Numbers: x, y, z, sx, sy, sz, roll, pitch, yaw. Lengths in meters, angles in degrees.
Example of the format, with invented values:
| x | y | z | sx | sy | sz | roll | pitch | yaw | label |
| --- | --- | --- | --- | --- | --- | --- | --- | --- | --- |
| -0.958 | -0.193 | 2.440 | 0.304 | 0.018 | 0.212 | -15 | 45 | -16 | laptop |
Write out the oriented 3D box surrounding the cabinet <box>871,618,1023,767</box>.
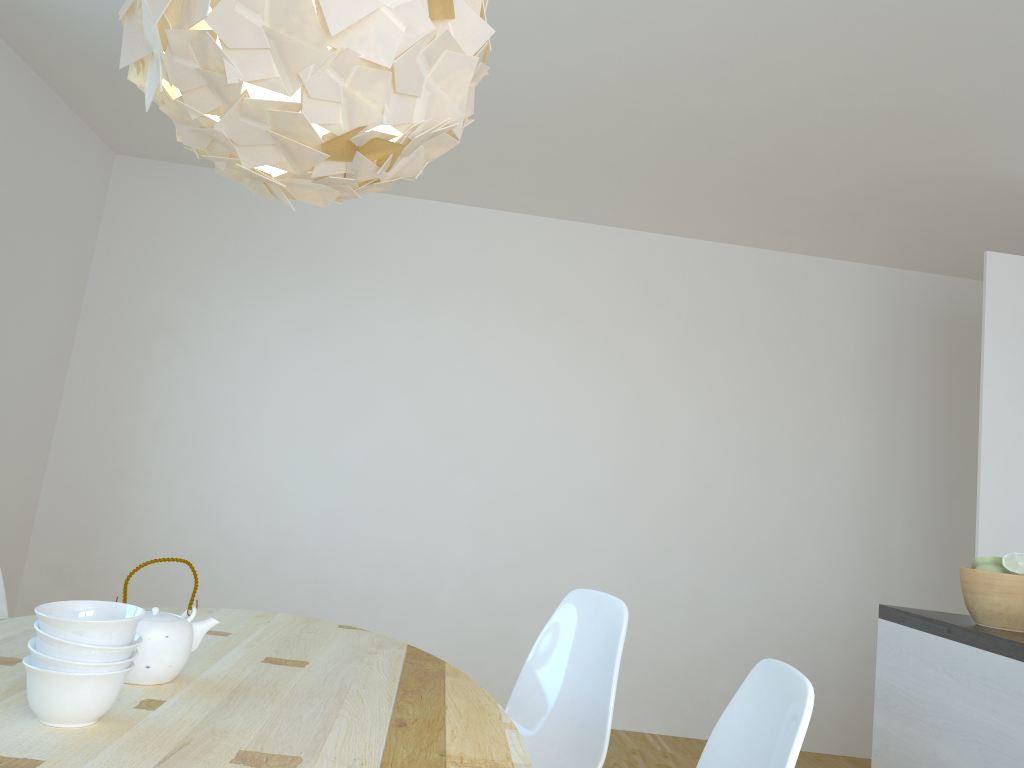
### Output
| x | y | z | sx | sy | sz | roll | pitch | yaw | label |
| --- | --- | --- | --- | --- | --- | --- | --- | --- | --- |
| 1.411 | 1.044 | 1.363 | 0.600 | 0.919 | 2.379 | 8 | -7 | -3 | cabinet |

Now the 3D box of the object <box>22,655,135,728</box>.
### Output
| x | y | z | sx | sy | sz | roll | pitch | yaw | label |
| --- | --- | --- | --- | --- | --- | --- | --- | --- | --- |
| -0.642 | 0.449 | 1.298 | 0.152 | 0.083 | 0.150 | 2 | -10 | 36 | object |

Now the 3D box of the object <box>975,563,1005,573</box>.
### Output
| x | y | z | sx | sy | sz | roll | pitch | yaw | label |
| --- | --- | --- | --- | --- | --- | --- | --- | --- | --- |
| 1.257 | 0.513 | 2.313 | 0.081 | 0.086 | 0.097 | 14 | -11 | -38 | object |

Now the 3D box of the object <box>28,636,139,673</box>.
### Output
| x | y | z | sx | sy | sz | roll | pitch | yaw | label |
| --- | --- | --- | --- | --- | --- | --- | --- | --- | --- |
| -0.636 | 0.427 | 1.300 | 0.151 | 0.094 | 0.150 | 2 | -10 | 35 | object |

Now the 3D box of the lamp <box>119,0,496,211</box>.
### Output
| x | y | z | sx | sy | sz | roll | pitch | yaw | label |
| --- | --- | --- | --- | --- | --- | --- | --- | --- | --- |
| -0.326 | -0.874 | 1.635 | 0.646 | 1.147 | 0.633 | 8 | -10 | -4 | lamp |

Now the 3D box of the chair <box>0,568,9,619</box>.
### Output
| x | y | z | sx | sy | sz | roll | pitch | yaw | label |
| --- | --- | --- | --- | --- | --- | --- | --- | --- | --- |
| -1.341 | 0.790 | 2.143 | 0.523 | 0.911 | 0.425 | 3 | -11 | 26 | chair |

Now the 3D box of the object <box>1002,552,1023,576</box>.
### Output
| x | y | z | sx | sy | sz | roll | pitch | yaw | label |
| --- | --- | --- | --- | --- | --- | --- | --- | --- | --- |
| 1.298 | 0.468 | 2.268 | 0.077 | 0.072 | 0.073 | 4 | -9 | 21 | object |

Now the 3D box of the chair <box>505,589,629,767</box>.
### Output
| x | y | z | sx | sy | sz | roll | pitch | yaw | label |
| --- | --- | --- | --- | --- | --- | --- | --- | --- | --- |
| -0.025 | 0.968 | 2.203 | 0.519 | 0.911 | 0.428 | 14 | -12 | -33 | chair |

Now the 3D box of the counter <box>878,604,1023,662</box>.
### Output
| x | y | z | sx | sy | sz | roll | pitch | yaw | label |
| --- | --- | --- | --- | --- | --- | --- | --- | --- | --- |
| 1.471 | 0.576 | 1.450 | 0.600 | 0.040 | 2.379 | 8 | -7 | -3 | counter |

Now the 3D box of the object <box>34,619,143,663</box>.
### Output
| x | y | z | sx | sy | sz | roll | pitch | yaw | label |
| --- | --- | --- | --- | --- | --- | --- | --- | --- | --- |
| -0.630 | 0.403 | 1.304 | 0.151 | 0.097 | 0.150 | 5 | -8 | 13 | object |

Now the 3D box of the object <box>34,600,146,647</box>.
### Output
| x | y | z | sx | sy | sz | roll | pitch | yaw | label |
| --- | --- | --- | --- | --- | --- | --- | --- | --- | --- |
| -0.629 | 0.375 | 1.308 | 0.152 | 0.088 | 0.150 | 4 | -9 | 25 | object |

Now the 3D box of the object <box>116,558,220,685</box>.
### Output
| x | y | z | sx | sy | sz | roll | pitch | yaw | label |
| --- | --- | --- | --- | --- | --- | --- | --- | --- | --- |
| -0.630 | 0.422 | 1.595 | 0.177 | 0.214 | 0.145 | 8 | -9 | -4 | object |

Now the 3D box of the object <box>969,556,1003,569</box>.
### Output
| x | y | z | sx | sy | sz | roll | pitch | yaw | label |
| --- | --- | --- | --- | --- | --- | --- | --- | --- | --- |
| 1.283 | 0.496 | 2.391 | 0.086 | 0.066 | 0.083 | 6 | -8 | 9 | object |

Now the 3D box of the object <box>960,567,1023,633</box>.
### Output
| x | y | z | sx | sy | sz | roll | pitch | yaw | label |
| --- | --- | --- | --- | --- | --- | --- | --- | --- | --- |
| 1.284 | 0.566 | 2.317 | 0.203 | 0.143 | 0.205 | 15 | -11 | -41 | object |

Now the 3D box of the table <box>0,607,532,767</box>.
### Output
| x | y | z | sx | sy | sz | roll | pitch | yaw | label |
| --- | --- | --- | --- | --- | --- | --- | --- | --- | --- |
| -0.608 | 0.871 | 1.318 | 1.192 | 0.733 | 2.170 | 8 | -7 | -5 | table |
